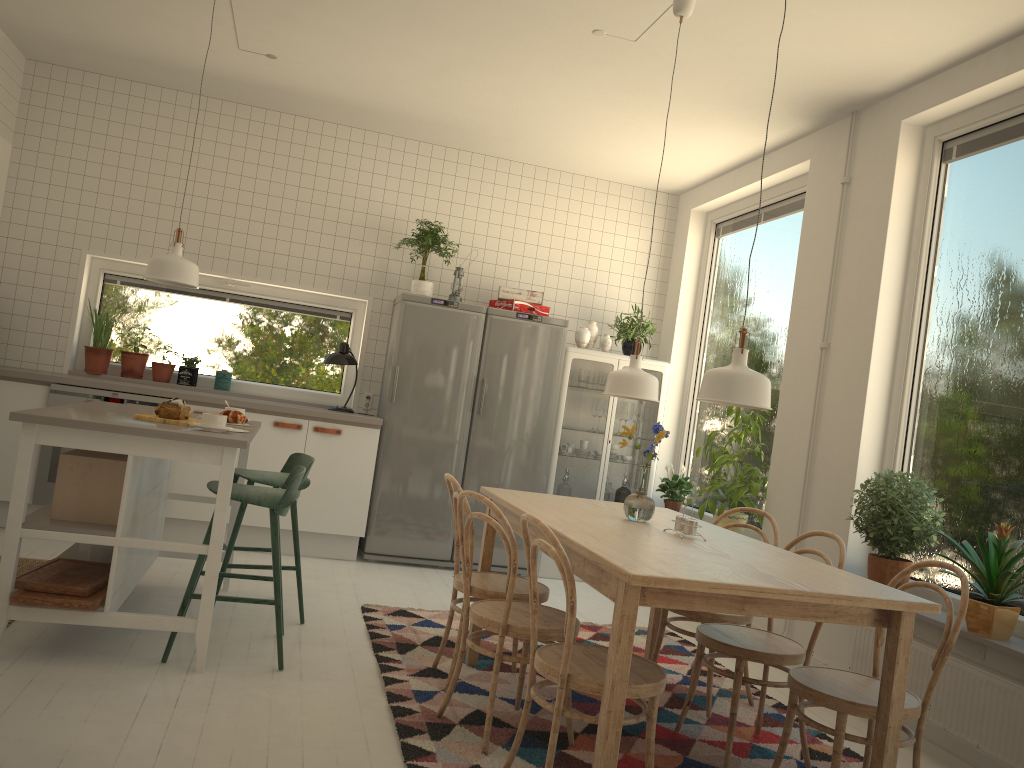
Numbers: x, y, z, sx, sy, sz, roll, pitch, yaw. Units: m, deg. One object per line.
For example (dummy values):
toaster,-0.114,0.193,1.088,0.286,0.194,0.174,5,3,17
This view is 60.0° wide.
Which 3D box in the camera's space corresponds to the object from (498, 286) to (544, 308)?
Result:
object,0.057,-0.602,6.187,0.312,0.082,0.308,8,-2,-1

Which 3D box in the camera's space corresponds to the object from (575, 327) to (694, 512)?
object,0.824,0.263,6.042,0.943,1.208,0.261,8,-2,2

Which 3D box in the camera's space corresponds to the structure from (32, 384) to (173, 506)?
structure,-2.484,0.397,5.573,0.705,0.710,0.704,8,-2,-14

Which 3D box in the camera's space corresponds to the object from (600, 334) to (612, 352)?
object,0.657,-0.283,6.212,0.082,0.126,0.082,10,-2,-42

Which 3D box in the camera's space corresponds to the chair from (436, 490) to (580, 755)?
chair,0.004,0.786,3.043,0.483,0.811,0.385,9,-2,-31

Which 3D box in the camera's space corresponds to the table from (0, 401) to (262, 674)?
table,-1.577,0.574,3.822,0.794,0.864,1.424,8,-2,-14

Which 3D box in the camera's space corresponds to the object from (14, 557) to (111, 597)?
object,-1.674,0.728,3.364,0.280,0.030,0.430,8,-2,-5

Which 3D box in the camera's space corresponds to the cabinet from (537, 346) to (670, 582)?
cabinet,0.590,0.579,6.331,0.789,1.593,0.453,8,-2,-14

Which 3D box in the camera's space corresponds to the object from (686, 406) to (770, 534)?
object,1.307,0.493,5.209,0.485,0.841,0.615,9,-2,-35

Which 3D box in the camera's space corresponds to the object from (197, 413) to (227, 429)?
object,-1.169,0.147,3.472,0.094,0.064,0.098,7,-2,35

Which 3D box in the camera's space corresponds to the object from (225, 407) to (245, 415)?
object,-1.335,0.146,4.263,0.094,0.060,0.098,9,-2,-17

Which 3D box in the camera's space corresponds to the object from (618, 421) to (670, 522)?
object,0.509,0.331,3.390,0.206,0.389,0.144,7,-2,38

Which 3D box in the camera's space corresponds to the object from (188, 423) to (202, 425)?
object,-1.230,0.159,3.472,0.028,0.011,0.132,7,-2,25

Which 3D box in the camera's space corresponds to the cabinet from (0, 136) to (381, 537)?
cabinet,-1.712,-0.278,3.539,2.852,2.160,4.844,8,-2,-14

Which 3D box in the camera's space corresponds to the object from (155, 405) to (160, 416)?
object,-1.431,0.101,3.667,0.079,0.067,0.074,8,-2,-11

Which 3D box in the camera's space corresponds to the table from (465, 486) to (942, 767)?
table,0.455,0.891,3.127,0.894,0.749,1.797,8,-2,-14

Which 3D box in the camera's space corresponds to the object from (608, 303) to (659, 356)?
object,0.866,-0.378,6.385,0.371,0.385,0.372,8,-2,5

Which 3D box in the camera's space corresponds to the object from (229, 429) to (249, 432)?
object,-1.166,0.187,3.643,0.167,0.005,0.167,9,-2,-18

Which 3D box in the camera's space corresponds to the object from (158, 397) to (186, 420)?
object,-1.375,0.098,3.595,0.086,0.087,0.090,8,-2,-6

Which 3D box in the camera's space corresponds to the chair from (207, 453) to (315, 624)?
chair,-1.205,0.690,4.182,0.445,0.752,0.485,9,-2,-29

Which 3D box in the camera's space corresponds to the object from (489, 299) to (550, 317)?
object,0.048,-0.520,6.182,0.309,0.082,0.312,9,-2,-34

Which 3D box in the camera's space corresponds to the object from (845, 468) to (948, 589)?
object,1.654,0.649,3.861,0.383,0.561,0.395,9,-2,-16

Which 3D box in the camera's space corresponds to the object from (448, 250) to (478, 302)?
object,-0.338,-0.730,6.003,0.163,0.383,0.154,8,-2,9

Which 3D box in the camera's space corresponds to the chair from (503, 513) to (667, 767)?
chair,0.213,0.803,2.577,0.483,0.811,0.385,9,-2,-16

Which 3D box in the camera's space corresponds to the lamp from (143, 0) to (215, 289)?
lamp,-1.354,-1.168,3.820,0.229,1.491,0.229,8,-2,-13

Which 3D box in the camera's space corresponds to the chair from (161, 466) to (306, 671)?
chair,-1.092,0.690,3.574,0.446,0.752,0.485,9,-2,-14

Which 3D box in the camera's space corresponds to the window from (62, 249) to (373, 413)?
window,-1.973,-0.337,6.111,1.897,0.816,0.293,8,-2,-14

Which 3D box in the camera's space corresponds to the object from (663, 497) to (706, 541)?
object,0.614,0.466,3.113,0.095,0.138,0.155,8,-2,-14

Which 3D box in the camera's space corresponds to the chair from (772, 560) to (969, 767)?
chair,1.097,0.932,2.733,0.483,0.811,0.385,8,-2,-11

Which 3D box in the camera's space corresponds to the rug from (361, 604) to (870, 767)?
rug,0.408,1.264,3.345,1.748,0.035,3.025,8,-2,-14

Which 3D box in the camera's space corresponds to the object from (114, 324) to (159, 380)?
object,-2.514,-0.219,5.920,0.258,0.370,0.234,8,-2,-2

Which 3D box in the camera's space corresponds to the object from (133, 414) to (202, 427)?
object,-1.394,0.149,3.660,0.237,0.019,0.306,8,-2,3

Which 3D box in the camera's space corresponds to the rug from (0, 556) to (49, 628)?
rug,-2.373,0.889,3.567,0.749,0.004,2.000,8,-2,-14

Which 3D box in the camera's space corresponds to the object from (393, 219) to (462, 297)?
object,-0.565,-0.846,5.942,0.474,0.545,0.468,8,-2,0

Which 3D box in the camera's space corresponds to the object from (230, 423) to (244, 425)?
object,-1.295,0.179,4.090,0.122,0.005,0.120,8,-2,4

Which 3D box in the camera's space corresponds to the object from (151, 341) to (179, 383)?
object,-2.321,-0.141,5.944,0.177,0.277,0.194,6,-2,43

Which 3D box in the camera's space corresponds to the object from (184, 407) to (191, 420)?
object,-1.375,0.114,3.678,0.083,0.057,0.072,8,-2,-8

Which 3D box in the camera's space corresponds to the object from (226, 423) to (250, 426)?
object,-1.293,0.181,4.086,0.167,0.005,0.167,9,-2,-18

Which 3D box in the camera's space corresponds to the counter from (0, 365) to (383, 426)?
counter,-1.766,0.116,3.526,2.856,0.163,4.844,8,-2,-14

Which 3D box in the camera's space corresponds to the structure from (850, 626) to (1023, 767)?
structure,1.673,1.175,3.410,0.113,0.279,1.029,9,-2,-14

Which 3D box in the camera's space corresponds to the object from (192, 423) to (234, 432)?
object,-1.171,0.175,3.473,0.160,0.020,0.160,7,-2,42

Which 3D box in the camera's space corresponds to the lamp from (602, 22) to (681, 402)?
lamp,0.588,-0.731,3.589,0.230,1.596,0.229,7,-2,32

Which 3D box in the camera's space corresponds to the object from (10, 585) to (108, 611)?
object,-1.644,0.761,3.294,0.280,0.030,0.430,8,-2,-14

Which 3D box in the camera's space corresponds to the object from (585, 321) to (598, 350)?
object,0.552,-0.337,6.251,0.102,0.206,0.102,9,-2,-30

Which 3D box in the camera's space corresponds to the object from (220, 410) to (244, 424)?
object,-1.299,0.150,4.076,0.131,0.060,0.070,7,-2,24

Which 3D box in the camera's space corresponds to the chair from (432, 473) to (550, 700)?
chair,-0.086,0.787,3.546,0.483,0.811,0.385,8,-2,-11

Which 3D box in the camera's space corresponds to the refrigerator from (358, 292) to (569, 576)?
refrigerator,-0.341,0.364,6.094,1.145,1.778,0.559,8,-2,-14

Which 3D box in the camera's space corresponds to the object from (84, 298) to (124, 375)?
object,-2.702,-0.309,5.859,0.300,0.499,0.333,9,-2,-31

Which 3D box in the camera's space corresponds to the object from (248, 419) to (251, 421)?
object,-1.338,0.172,4.259,0.160,0.020,0.160,9,-2,-17

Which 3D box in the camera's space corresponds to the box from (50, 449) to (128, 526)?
box,-1.599,0.391,3.444,0.237,0.242,0.357,8,-2,-13

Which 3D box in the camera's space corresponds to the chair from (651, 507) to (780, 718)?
chair,0.859,0.926,3.766,0.483,0.811,0.385,10,-2,-41

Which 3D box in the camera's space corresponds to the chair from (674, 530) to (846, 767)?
chair,0.905,0.918,3.202,0.483,0.811,0.385,9,-2,-16

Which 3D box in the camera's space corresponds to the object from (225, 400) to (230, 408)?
object,-1.353,0.127,4.272,0.102,0.086,0.028,7,-2,27

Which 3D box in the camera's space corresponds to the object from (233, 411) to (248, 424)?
object,-1.265,0.156,4.118,0.060,0.059,0.074,10,-2,-44

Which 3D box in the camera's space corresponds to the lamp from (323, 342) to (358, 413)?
lamp,-1.166,-0.051,5.993,0.239,0.465,0.262,8,-2,15

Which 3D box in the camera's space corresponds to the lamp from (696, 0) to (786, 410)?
lamp,0.793,-0.724,2.755,0.230,1.596,0.229,7,-2,21

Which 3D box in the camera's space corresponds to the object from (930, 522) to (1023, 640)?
object,1.782,0.720,3.263,0.417,0.425,0.487,8,-2,-7
